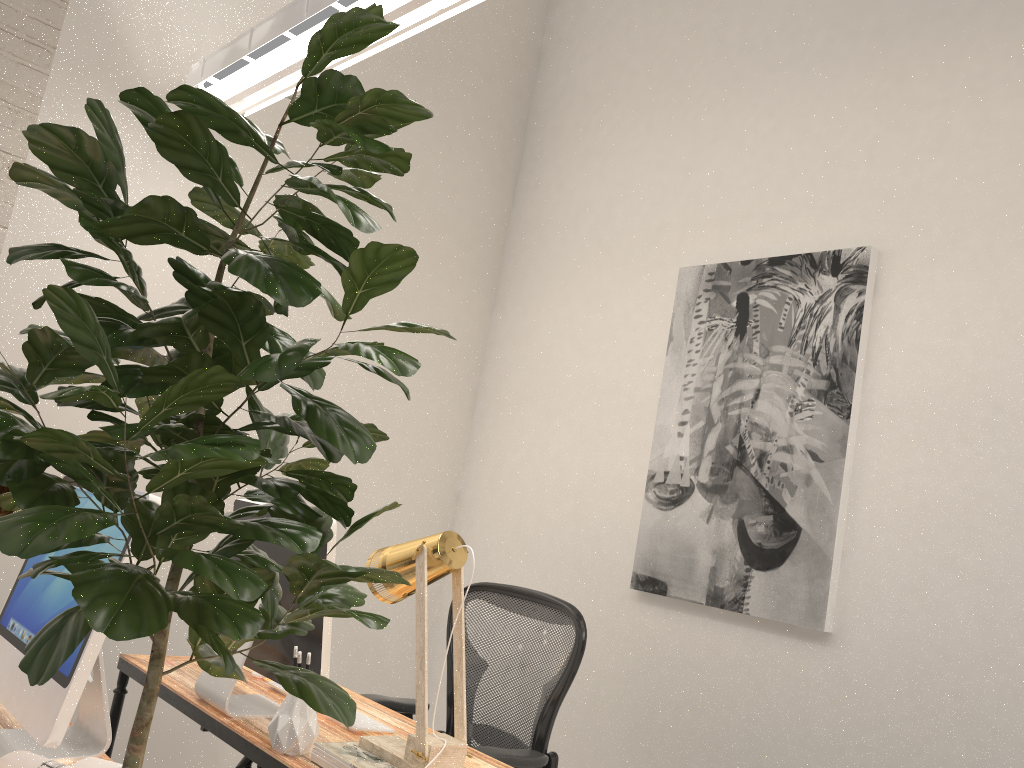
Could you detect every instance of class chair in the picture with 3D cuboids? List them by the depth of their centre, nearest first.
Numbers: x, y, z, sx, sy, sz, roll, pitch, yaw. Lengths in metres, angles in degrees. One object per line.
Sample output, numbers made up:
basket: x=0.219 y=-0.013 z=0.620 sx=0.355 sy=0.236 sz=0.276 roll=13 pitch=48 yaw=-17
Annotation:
chair: x=-0.193 y=1.110 z=2.504 sx=0.770 sy=1.083 sz=0.794 roll=5 pitch=-10 yaw=32

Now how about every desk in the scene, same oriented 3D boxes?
desk: x=-1.118 y=0.968 z=1.534 sx=0.530 sy=0.723 sz=1.400 roll=18 pitch=-12 yaw=-41
desk: x=-0.506 y=1.168 z=2.089 sx=0.530 sy=0.723 sz=1.400 roll=18 pitch=-12 yaw=-41

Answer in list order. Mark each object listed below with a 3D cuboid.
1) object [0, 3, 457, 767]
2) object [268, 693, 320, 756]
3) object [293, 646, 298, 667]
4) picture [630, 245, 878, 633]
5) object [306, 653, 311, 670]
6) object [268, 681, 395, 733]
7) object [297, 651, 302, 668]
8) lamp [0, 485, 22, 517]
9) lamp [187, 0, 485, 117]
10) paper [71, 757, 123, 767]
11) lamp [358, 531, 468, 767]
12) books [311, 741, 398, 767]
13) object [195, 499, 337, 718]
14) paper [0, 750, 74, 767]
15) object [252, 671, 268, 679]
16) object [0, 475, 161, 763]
object: x=-0.332 y=0.081 z=0.882 sx=0.513 sy=1.075 sz=0.440 roll=3 pitch=-11 yaw=38
object: x=-0.452 y=0.704 z=1.854 sx=0.101 sy=0.126 sz=0.102 roll=10 pitch=-9 yaw=3
object: x=-0.459 y=0.661 z=1.865 sx=0.054 sy=0.206 sz=0.008 roll=5 pitch=-10 yaw=31
picture: x=0.782 y=0.151 z=2.948 sx=0.049 sy=1.180 sz=0.731 roll=17 pitch=-11 yaw=-41
object: x=-0.434 y=0.663 z=1.850 sx=0.008 sy=0.206 sz=0.054 roll=8 pitch=-9 yaw=13
object: x=-0.470 y=0.822 z=2.263 sx=0.119 sy=0.017 sz=0.439 roll=18 pitch=-12 yaw=-41
object: x=-0.446 y=0.661 z=1.845 sx=0.008 sy=0.206 sz=0.054 roll=4 pitch=-10 yaw=35
lamp: x=-1.207 y=0.369 z=1.945 sx=0.126 sy=0.469 sz=0.344 roll=18 pitch=-11 yaw=-41
lamp: x=1.742 y=-2.195 z=0.364 sx=0.226 sy=2.858 sz=7.301 roll=17 pitch=-12 yaw=-41
paper: x=-0.177 y=0.681 z=1.278 sx=1.133 sy=0.082 sz=0.083 roll=8 pitch=-9 yaw=13
lamp: x=-0.197 y=0.537 z=1.858 sx=0.126 sy=0.469 sz=0.344 roll=17 pitch=-11 yaw=-41
books: x=-0.226 y=0.774 z=1.767 sx=0.226 sy=0.038 sz=0.308 roll=18 pitch=-12 yaw=-41
object: x=-0.606 y=0.543 z=2.169 sx=0.190 sy=0.484 sz=0.483 roll=18 pitch=-11 yaw=-41
paper: x=-0.297 y=0.642 z=1.168 sx=1.133 sy=0.082 sz=0.083 roll=6 pitch=-9 yaw=23
object: x=-0.685 y=0.817 z=2.511 sx=0.106 sy=0.029 sz=0.059 roll=18 pitch=-12 yaw=-40
object: x=-0.807 y=0.419 z=1.627 sx=0.190 sy=0.484 sz=0.483 roll=18 pitch=-11 yaw=-41
